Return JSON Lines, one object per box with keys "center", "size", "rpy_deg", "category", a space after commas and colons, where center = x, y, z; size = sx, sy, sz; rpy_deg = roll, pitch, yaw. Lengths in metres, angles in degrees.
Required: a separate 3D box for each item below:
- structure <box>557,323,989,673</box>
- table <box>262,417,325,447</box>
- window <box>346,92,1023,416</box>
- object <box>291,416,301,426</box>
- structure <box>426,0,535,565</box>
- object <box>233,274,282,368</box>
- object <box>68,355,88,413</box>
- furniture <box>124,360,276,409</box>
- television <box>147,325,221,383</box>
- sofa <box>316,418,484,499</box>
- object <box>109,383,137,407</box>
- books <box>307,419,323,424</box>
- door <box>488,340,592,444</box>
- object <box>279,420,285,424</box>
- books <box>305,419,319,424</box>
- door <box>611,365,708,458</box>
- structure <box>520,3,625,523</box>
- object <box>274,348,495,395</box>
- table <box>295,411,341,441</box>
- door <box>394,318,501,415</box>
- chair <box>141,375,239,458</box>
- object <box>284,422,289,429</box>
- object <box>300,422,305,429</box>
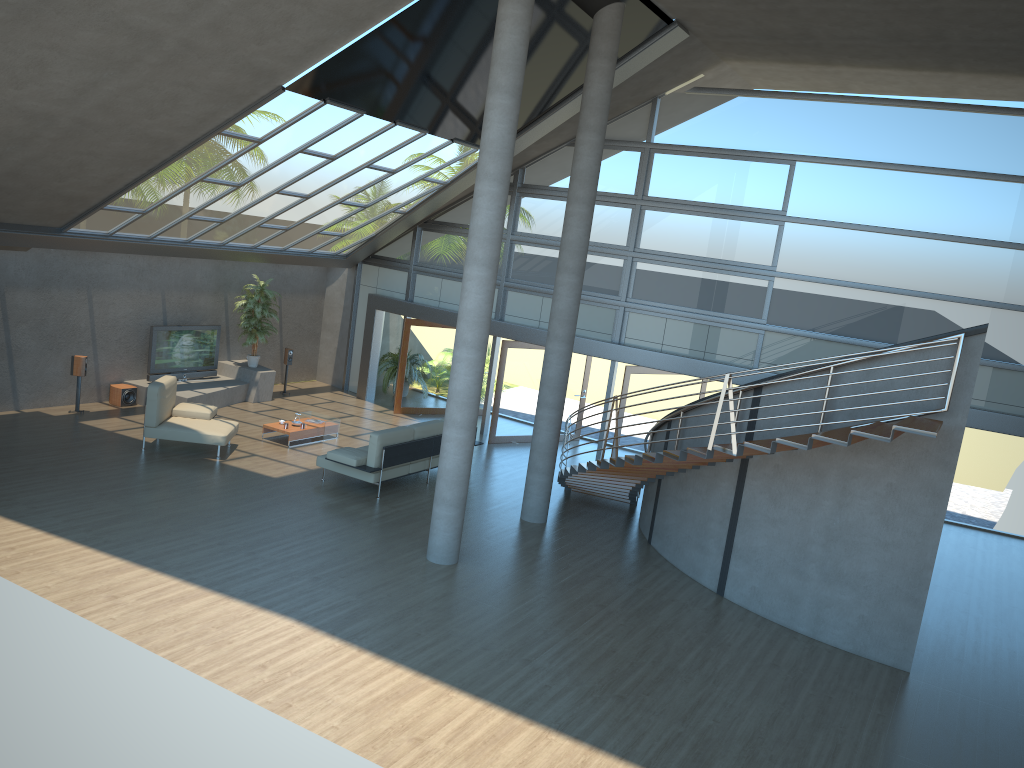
{"center": [2.276, 0.579, 10.882], "size": [2.349, 3.653, 6.809], "rpy_deg": [4, 10, -23], "category": "structure"}
{"center": [-3.589, 0.807, 15.086], "size": [0.600, 0.250, 1.200], "rpy_deg": [13, 10, 28], "category": "table"}
{"center": [3.746, -1.455, 15.350], "size": [16.616, 6.630, 1.098], "rpy_deg": [12, 10, 26], "category": "window"}
{"center": [-3.614, 0.622, 14.904], "size": [0.178, 0.161, 0.178], "rpy_deg": [5, 10, -20], "category": "object"}
{"center": [-0.329, -1.420, 9.918], "size": [0.381, 7.125, 0.382], "rpy_deg": [13, 10, 28], "category": "structure"}
{"center": [-5.079, -1.253, 17.629], "size": [0.932, 1.857, 0.895], "rpy_deg": [6, 9, -13], "category": "object"}
{"center": [-7.165, 0.010, 14.636], "size": [0.234, 0.959, 0.171], "rpy_deg": [7, 9, -7], "category": "object"}
{"center": [-5.632, 0.045, 16.931], "size": [1.577, 0.610, 2.936], "rpy_deg": [13, 10, 28], "category": "furniture"}
{"center": [-6.131, -0.571, 16.630], "size": [0.396, 1.063, 1.568], "rpy_deg": [13, 10, 28], "category": "television"}
{"center": [-1.690, 0.958, 13.725], "size": [1.166, 0.947, 3.079], "rpy_deg": [13, 10, 27], "category": "sofa"}
{"center": [-6.921, 0.192, 15.724], "size": [0.425, 0.323, 0.362], "rpy_deg": [13, 10, 28], "category": "object"}
{"center": [-3.406, 0.647, 15.403], "size": [0.275, 0.005, 0.189], "rpy_deg": [10, 9, 11], "category": "books"}
{"center": [0.596, 0.169, 17.251], "size": [2.298, 1.977, 0.200], "rpy_deg": [1, 11, -38], "category": "door"}
{"center": [-3.858, 0.629, 14.884], "size": [0.102, 0.086, 0.100], "rpy_deg": [14, 11, 32], "category": "object"}
{"center": [-3.446, 0.651, 15.367], "size": [0.275, 0.005, 0.189], "rpy_deg": [9, 9, 8], "category": "books"}
{"center": [2.688, 0.656, 16.063], "size": [2.298, 1.977, 0.200], "rpy_deg": [0, 12, -40], "category": "door"}
{"center": [0.799, -1.585, 11.946], "size": [0.381, 7.125, 0.382], "rpy_deg": [5, 9, -18], "category": "structure"}
{"center": [-7.306, -0.404, 17.173], "size": [7.863, 0.982, 21.345], "rpy_deg": [13, 11, 31], "category": "object"}
{"center": [-3.388, 0.725, 15.426], "size": [0.680, 0.342, 0.400], "rpy_deg": [13, 10, 28], "category": "table"}
{"center": [-1.318, -0.322, 18.621], "size": [2.298, 1.977, 0.200], "rpy_deg": [2, 11, -33], "category": "door"}
{"center": [-4.870, 0.475, 13.606], "size": [1.244, 1.023, 1.217], "rpy_deg": [7, 9, -6], "category": "chair"}
{"center": [-3.725, 0.684, 14.611], "size": [0.085, 0.101, 0.070], "rpy_deg": [13, 10, 26], "category": "object"}
{"center": [-3.474, 0.696, 14.758], "size": [0.085, 0.101, 0.070], "rpy_deg": [2, 11, -34], "category": "object"}
